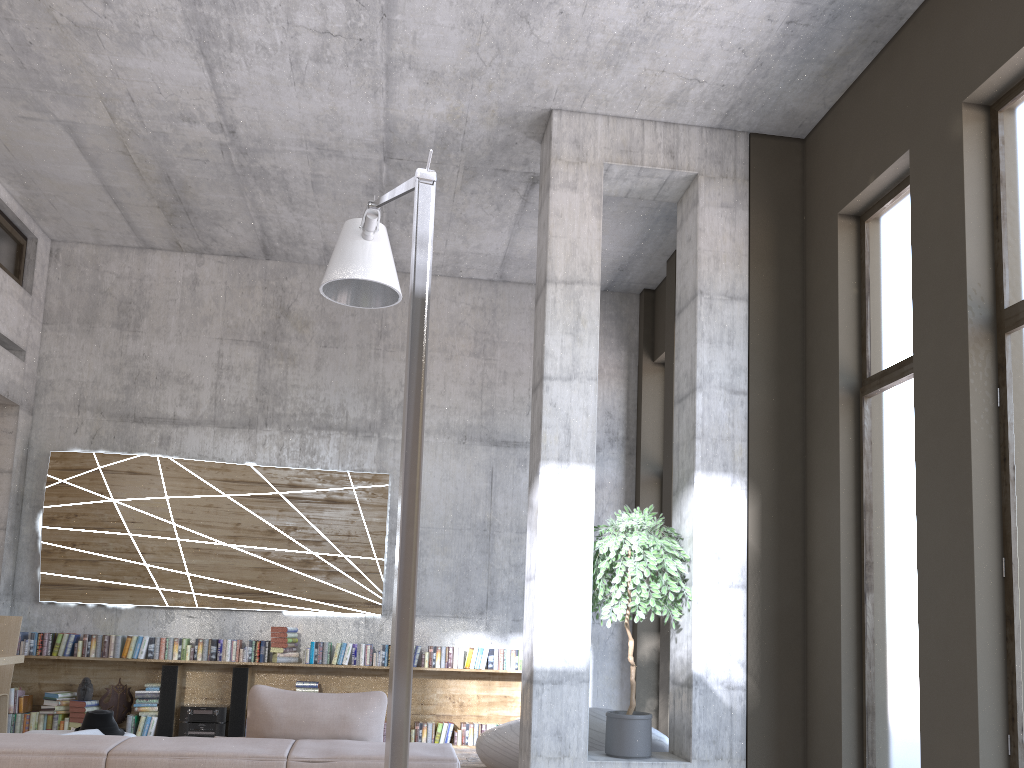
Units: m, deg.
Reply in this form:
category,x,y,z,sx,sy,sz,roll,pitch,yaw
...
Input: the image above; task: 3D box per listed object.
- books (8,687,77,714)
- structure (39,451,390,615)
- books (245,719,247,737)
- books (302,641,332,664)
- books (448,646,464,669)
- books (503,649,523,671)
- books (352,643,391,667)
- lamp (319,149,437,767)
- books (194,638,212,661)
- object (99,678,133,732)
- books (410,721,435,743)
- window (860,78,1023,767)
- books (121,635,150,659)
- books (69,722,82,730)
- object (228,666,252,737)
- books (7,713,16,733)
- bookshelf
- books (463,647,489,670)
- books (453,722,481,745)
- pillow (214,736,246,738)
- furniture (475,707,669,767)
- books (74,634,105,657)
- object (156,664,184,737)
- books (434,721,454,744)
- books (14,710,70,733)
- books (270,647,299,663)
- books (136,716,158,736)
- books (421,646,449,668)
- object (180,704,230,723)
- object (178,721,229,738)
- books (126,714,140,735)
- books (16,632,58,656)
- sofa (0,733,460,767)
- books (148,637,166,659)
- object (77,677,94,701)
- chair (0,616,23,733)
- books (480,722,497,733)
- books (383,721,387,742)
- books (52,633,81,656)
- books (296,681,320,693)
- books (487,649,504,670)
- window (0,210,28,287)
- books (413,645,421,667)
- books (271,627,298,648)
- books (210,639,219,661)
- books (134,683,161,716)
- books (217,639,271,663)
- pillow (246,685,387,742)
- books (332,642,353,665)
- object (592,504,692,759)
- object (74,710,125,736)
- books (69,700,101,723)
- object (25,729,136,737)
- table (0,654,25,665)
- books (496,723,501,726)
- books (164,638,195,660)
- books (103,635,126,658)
category,x,y,z,sx,sy,sz,roll,pitch,yaw
books,-4.656,3.108,8.580,0.716,0.256,0.308,3,-12,-3
structure,-3.011,1.546,9.009,3.416,1.502,0.366,4,-8,-8
books,-2.426,3.484,8.864,0.495,0.232,0.248,4,-12,-8
books,-1.994,2.751,8.982,0.279,0.215,0.214,4,-11,-9
books,-0.589,2.858,9.166,0.156,0.215,0.194,4,-11,-8
books,0.038,2.914,9.252,0.277,0.215,0.174,4,-10,-6
books,-1.403,2.804,9.075,0.490,0.215,0.220,4,-11,-8
lamp,-0.636,0.515,3.560,0.759,3.344,2.682,5,-11,-20
books,-3.111,2.687,8.866,0.155,0.215,0.209,4,-11,-8
object,-3.930,3.204,8.711,0.198,0.556,0.349,-5,-12,42
books,-0.940,3.604,9.051,0.279,0.215,0.214,4,-11,-9
window,2.481,0.603,5.166,0.210,4.057,9.450,3,-14,-9
books,-3.730,2.620,8.734,0.249,0.223,0.194,4,-11,-8
books,-4.190,3.372,8.563,0.250,0.147,0.266,-8,-17,37
object,-2.753,3.247,8.876,0.152,0.742,0.278,3,-8,-7
books,-4.937,3.295,8.491,0.273,0.215,0.209,4,-11,-8
bookshelf,-2.401,3.236,8.916,5.328,0.787,0.309,4,-8,-8
books,-0.374,2.874,9.195,0.249,0.223,0.194,4,-11,-8
books,-0.467,3.648,9.148,0.279,0.215,0.214,4,-11,-9
pillow,-1.074,1.625,3.645,0.381,0.364,0.171,10,-12,-34
furniture,0.538,3.184,7.687,1.635,0.791,1.836,-6,-16,29
books,-4.164,2.595,8.699,0.279,0.215,0.214,4,-11,-9
object,-3.425,3.196,8.783,0.152,0.742,0.278,3,-8,-7
books,-0.712,3.631,9.124,0.200,0.223,0.194,4,-11,-8
books,-4.561,3.322,8.573,0.495,0.232,0.248,4,-12,-8
books,-2.314,2.754,8.911,0.223,0.146,0.290,-8,-17,38
books,-3.599,3.395,8.682,0.200,0.223,0.194,4,-11,-8
books,-0.807,2.850,9.161,0.279,0.215,0.214,4,-11,-9
object,-3.074,3.308,8.798,0.440,0.157,0.312,4,-14,-8
object,-3.080,3.466,8.784,0.440,0.160,0.301,4,-14,-8
books,-3.755,3.387,8.676,0.074,0.215,0.209,3,-11,-7
books,-4.760,2.550,8.613,0.490,0.215,0.220,4,-11,-8
sofa,-1.889,2.031,4.467,3.000,0.766,3.093,4,-15,-7
books,-3.533,2.642,8.759,0.156,0.216,0.158,4,-10,-8
object,-4.174,2.984,8.581,0.145,0.224,0.138,4,-10,-10
chair,-4.381,2.483,7.144,0.349,1.167,0.738,3,-10,-7
books,-0.249,3.656,9.153,0.156,0.215,0.194,4,-11,-8
books,-1.469,3.565,8.980,0.418,0.215,0.209,4,-11,-8
books,-4.410,2.578,8.675,0.200,0.223,0.194,4,-11,-8
books,-2.079,3.122,8.952,0.239,0.157,0.194,4,-12,-8
books,-0.177,2.896,9.220,0.156,0.216,0.158,4,-10,-8
window,-4.354,-2.299,4.751,0.113,0.591,8.666,3,-15,-7
books,-1.053,2.833,9.137,0.200,0.223,0.194,4,-11,-8
books,-2.317,2.578,8.925,0.189,0.205,0.252,0,-12,13
books,-3.006,2.692,8.873,0.055,0.215,0.194,3,-11,-7
books,-3.612,3.142,8.739,0.252,0.316,0.223,3,-10,-5
books,-2.717,2.707,8.894,0.490,0.215,0.220,4,-11,-8
pillow,-0.800,1.516,3.590,0.564,0.545,0.226,3,-8,-6
books,-1.741,2.767,9.006,0.200,0.223,0.194,4,-11,-8
object,0.902,1.819,6.534,1.013,1.821,0.978,10,-12,-41
object,-2.684,2.212,5.721,0.303,0.165,0.305,7,-14,-20
books,-4.172,3.200,8.579,0.189,0.205,0.252,0,-12,13
object,-2.684,2.425,5.520,1.044,0.490,1.642,0,-15,10
table,-6.486,2.299,6.257,5.193,0.903,1.037,4,-12,-8
books,-0.024,3.666,9.153,0.277,0.215,0.174,4,-10,-6
books,-3.319,2.659,8.790,0.277,0.215,0.174,4,-10,-6
books,-3.946,2.604,8.704,0.156,0.215,0.194,4,-11,-8
